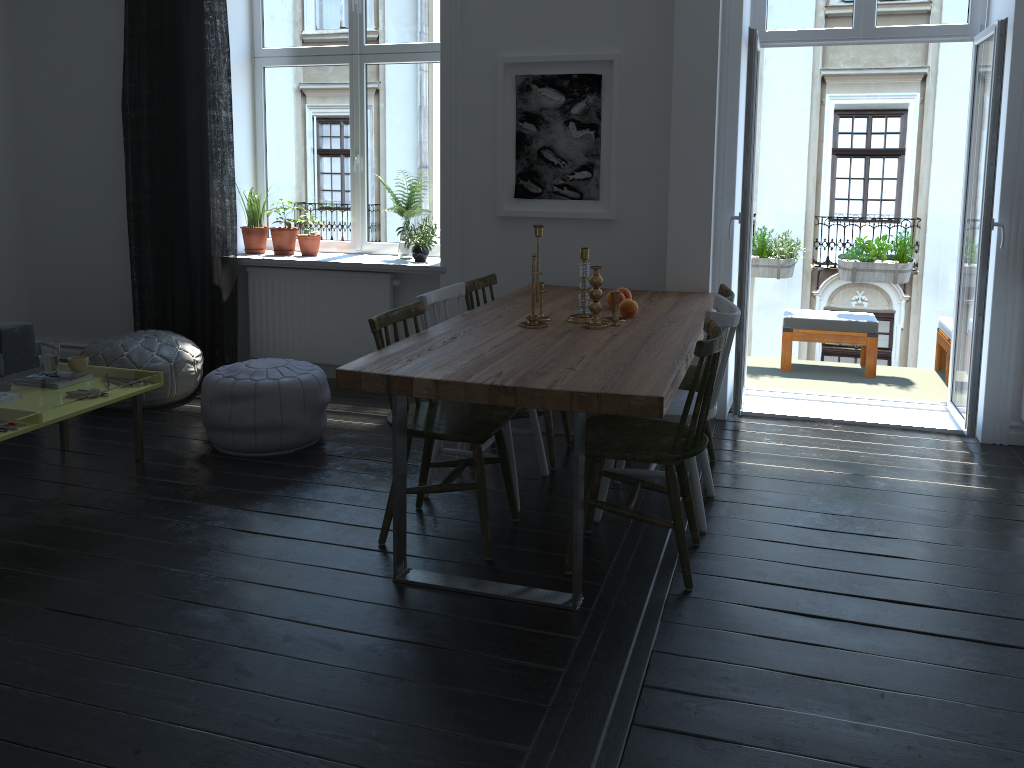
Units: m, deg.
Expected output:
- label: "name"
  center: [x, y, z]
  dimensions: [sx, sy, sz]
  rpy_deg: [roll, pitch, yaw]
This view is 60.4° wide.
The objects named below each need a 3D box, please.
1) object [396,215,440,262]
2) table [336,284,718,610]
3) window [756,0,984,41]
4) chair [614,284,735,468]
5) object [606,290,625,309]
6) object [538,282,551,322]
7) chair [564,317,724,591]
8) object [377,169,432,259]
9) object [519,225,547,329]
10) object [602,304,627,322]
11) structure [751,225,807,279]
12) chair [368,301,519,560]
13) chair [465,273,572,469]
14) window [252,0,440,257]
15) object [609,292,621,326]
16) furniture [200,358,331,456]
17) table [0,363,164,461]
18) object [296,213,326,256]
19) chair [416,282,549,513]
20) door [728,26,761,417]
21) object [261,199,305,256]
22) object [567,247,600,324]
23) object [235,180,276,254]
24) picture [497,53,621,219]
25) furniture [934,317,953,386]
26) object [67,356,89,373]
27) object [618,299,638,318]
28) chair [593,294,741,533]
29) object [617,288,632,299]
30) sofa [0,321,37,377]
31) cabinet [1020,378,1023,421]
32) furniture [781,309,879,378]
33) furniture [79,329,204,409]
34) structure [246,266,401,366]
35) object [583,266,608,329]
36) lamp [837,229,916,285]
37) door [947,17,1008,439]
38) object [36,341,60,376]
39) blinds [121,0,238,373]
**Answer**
- label: "object"
  center: [-0.555, -0.896, 5.405]
  dimensions: [0.285, 0.290, 0.290]
  rpy_deg: [5, 11, 21]
- label: "table"
  center: [0.261, 0.091, 3.687]
  dimensions: [1.020, 0.703, 2.268]
  rpy_deg: [4, 14, 17]
- label: "window"
  center: [1.926, -2.216, 4.773]
  dimensions: [1.182, 0.648, 0.107]
  rpy_deg: [4, 8, 17]
- label: "chair"
  center: [0.730, -0.019, 3.936]
  dimensions: [0.486, 0.814, 0.475]
  rpy_deg: [3, 9, 16]
- label: "object"
  center: [0.475, -0.386, 4.029]
  dimensions: [0.092, 0.086, 0.084]
  rpy_deg: [11, 14, 43]
- label: "object"
  center: [0.124, -0.347, 3.690]
  dimensions: [0.080, 0.158, 0.081]
  rpy_deg: [-3, 9, -25]
- label: "chair"
  center: [0.460, 0.204, 3.007]
  dimensions: [0.486, 0.814, 0.475]
  rpy_deg: [3, 9, 16]
- label: "object"
  center: [-0.666, -1.066, 5.540]
  dimensions: [0.328, 0.557, 0.399]
  rpy_deg: [-2, 10, -19]
- label: "object"
  center: [0.087, -0.432, 3.528]
  dimensions: [0.114, 0.404, 0.115]
  rpy_deg: [-2, 8, -21]
- label: "object"
  center: [0.432, -0.322, 3.706]
  dimensions: [0.102, 0.112, 0.104]
  rpy_deg: [1, 10, 3]
- label: "structure"
  center: [1.792, -0.933, 6.215]
  dimensions: [0.571, 0.372, 0.298]
  rpy_deg: [2, 10, 7]
- label: "chair"
  center: [-0.251, 0.143, 3.227]
  dimensions: [0.486, 0.814, 0.475]
  rpy_deg: [3, 9, 16]
- label: "chair"
  center: [0.019, -0.080, 4.155]
  dimensions: [0.486, 0.814, 0.475]
  rpy_deg: [3, 9, 16]
- label: "window"
  center: [-1.015, -1.838, 5.754]
  dimensions: [1.571, 1.956, 0.109]
  rpy_deg: [4, 8, 17]
- label: "object"
  center: [0.420, -0.304, 3.578]
  dimensions: [0.049, 0.137, 0.050]
  rpy_deg: [3, 8, 17]
- label: "furniture"
  center: [-1.207, 0.098, 4.343]
  dimensions: [0.615, 0.412, 0.621]
  rpy_deg: [3, 12, 11]
- label: "table"
  center: [-2.094, 0.276, 3.485]
  dimensions: [0.601, 0.392, 1.427]
  rpy_deg: [4, 14, 17]
- label: "object"
  center: [-1.303, -0.969, 5.710]
  dimensions: [0.194, 0.273, 0.180]
  rpy_deg: [-2, 10, -16]
- label: "chair"
  center: [-0.143, 0.023, 3.693]
  dimensions: [0.511, 0.829, 0.473]
  rpy_deg: [3, 9, 17]
- label: "door"
  center: [1.288, -0.879, 4.838]
  dimensions: [0.105, 1.995, 0.593]
  rpy_deg: [4, 8, 22]
- label: "object"
  center: [-1.490, -1.035, 5.782]
  dimensions: [0.259, 0.364, 0.237]
  rpy_deg: [6, 10, 29]
- label: "object"
  center: [0.301, -0.414, 3.673]
  dimensions: [0.140, 0.306, 0.142]
  rpy_deg: [-4, 10, -30]
- label: "object"
  center: [-1.687, -1.117, 5.841]
  dimensions: [0.300, 0.491, 0.340]
  rpy_deg: [1, 9, 0]
- label: "picture"
  center: [0.257, -1.375, 4.911]
  dimensions: [0.689, 0.874, 0.084]
  rpy_deg: [4, 8, 17]
- label: "furniture"
  center: [2.966, -0.162, 5.549]
  dimensions: [0.401, 0.368, 0.937]
  rpy_deg: [4, 13, 17]
- label: "object"
  center: [-1.980, -0.087, 4.020]
  dimensions: [0.087, 0.065, 0.088]
  rpy_deg: [-10, 16, -44]
- label: "object"
  center: [0.501, -0.325, 3.791]
  dimensions: [0.085, 0.082, 0.090]
  rpy_deg: [7, 12, 29]
- label: "chair"
  center: [0.622, 0.085, 3.467]
  dimensions: [0.511, 0.829, 0.473]
  rpy_deg: [3, 9, 17]
- label: "object"
  center: [0.516, -0.404, 4.101]
  dimensions: [0.083, 0.088, 0.089]
  rpy_deg: [2, 11, 7]
- label: "sofa"
  center: [-3.432, 0.011, 3.845]
  dimensions: [1.086, 0.710, 2.417]
  rpy_deg: [4, 14, 17]
- label: "cabinet"
  center: [2.206, 0.271, 2.827]
  dimensions: [0.732, 0.799, 3.236]
  rpy_deg: [5, 14, 24]
- label: "furniture"
  center: [2.168, -0.291, 6.048]
  dimensions: [0.601, 0.369, 0.407]
  rpy_deg: [4, 11, 17]
- label: "furniture"
  center: [-2.153, -0.105, 5.104]
  dimensions: [0.681, 0.376, 0.691]
  rpy_deg: [4, 13, 17]
- label: "structure"
  center: [-1.189, -0.407, 5.537]
  dimensions: [1.066, 0.619, 0.074]
  rpy_deg: [4, 8, 17]
- label: "object"
  center: [0.336, -0.347, 3.529]
  dimensions: [0.101, 0.244, 0.102]
  rpy_deg: [8, 11, 40]
- label: "lamp"
  center: [2.116, -1.634, 4.697]
  dimensions: [0.493, 2.468, 2.748]
  rpy_deg: [3, 11, 17]
- label: "door"
  center: [2.369, -0.787, 4.506]
  dimensions: [0.105, 1.995, 0.594]
  rpy_deg: [2, 8, 11]
- label: "object"
  center: [-2.080, -0.113, 3.954]
  dimensions: [0.098, 0.144, 0.099]
  rpy_deg: [-3, 10, -22]
- label: "blinds"
  center: [-2.102, -1.522, 5.481]
  dimensions: [0.806, 2.927, 0.114]
  rpy_deg: [3, 8, 16]
